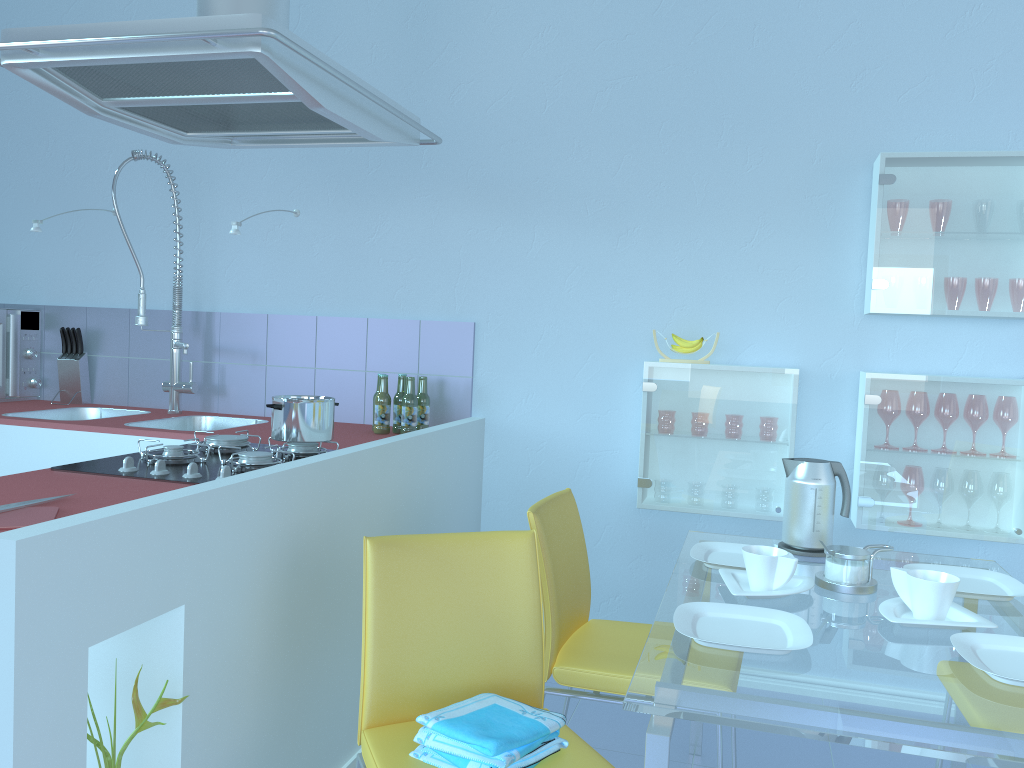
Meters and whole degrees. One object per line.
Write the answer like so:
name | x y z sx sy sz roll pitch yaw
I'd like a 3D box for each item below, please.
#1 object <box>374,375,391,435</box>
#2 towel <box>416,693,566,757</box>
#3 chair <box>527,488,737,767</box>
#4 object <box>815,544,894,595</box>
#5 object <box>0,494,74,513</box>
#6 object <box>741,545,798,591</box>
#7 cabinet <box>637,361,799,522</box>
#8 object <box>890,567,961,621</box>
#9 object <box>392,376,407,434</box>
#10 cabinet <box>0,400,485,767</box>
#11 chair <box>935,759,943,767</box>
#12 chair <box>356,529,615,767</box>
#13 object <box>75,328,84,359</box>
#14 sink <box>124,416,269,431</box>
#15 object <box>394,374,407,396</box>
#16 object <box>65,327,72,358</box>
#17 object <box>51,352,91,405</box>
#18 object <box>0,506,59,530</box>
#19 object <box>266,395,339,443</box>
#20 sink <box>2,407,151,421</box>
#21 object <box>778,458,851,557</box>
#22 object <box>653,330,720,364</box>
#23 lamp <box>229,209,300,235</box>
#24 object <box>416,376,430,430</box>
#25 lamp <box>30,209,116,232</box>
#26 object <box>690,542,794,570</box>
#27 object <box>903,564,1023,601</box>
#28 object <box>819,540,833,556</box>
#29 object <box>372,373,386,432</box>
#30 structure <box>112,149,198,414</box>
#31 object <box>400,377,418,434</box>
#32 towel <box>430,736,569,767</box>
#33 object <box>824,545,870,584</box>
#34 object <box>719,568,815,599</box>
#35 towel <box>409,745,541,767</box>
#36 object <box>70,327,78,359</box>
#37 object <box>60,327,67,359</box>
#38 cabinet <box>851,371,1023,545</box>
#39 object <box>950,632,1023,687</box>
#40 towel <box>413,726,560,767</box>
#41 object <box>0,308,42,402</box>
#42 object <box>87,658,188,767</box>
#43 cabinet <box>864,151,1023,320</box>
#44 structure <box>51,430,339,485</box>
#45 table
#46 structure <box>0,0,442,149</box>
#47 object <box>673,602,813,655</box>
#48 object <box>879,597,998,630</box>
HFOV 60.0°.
object | -0.413 0.065 2.832 0.052 0.190 0.052 1 3 -20
towel | -0.036 0.572 1.505 0.195 0.033 0.190 5 4 42
chair | 0.280 0.631 2.056 0.484 0.695 0.387 4 3 18
object | 0.719 0.383 1.846 0.166 0.081 0.123 3 3 7
object | -0.856 0.207 1.460 0.041 0.009 0.375 3 3 12
object | 0.505 0.375 1.769 0.091 0.083 0.111 2 3 -3
cabinet | 0.627 0.166 2.713 0.450 0.450 0.173 3 3 15
object | 0.772 0.394 1.645 0.091 0.083 0.111 2 3 -13
object | -0.358 0.067 2.869 0.052 0.187 0.052 5 4 34
cabinet | -1.454 0.496 2.288 2.200 0.800 2.139 3 3 15
chair | 1.162 0.684 1.786 0.484 0.695 0.387 3 3 13
chair | -0.052 0.646 1.518 0.387 0.695 0.484 1 3 -21
object | -1.640 -0.080 3.358 0.019 0.265 0.037 4 3 25
sink | -1.035 0.213 2.933 0.326 0.172 0.428 3 3 16
object | -0.365 0.062 2.929 0.052 0.190 0.052 1 3 -20
object | -1.686 -0.083 3.370 0.019 0.265 0.038 4 3 25
object | -1.675 -0.024 3.364 0.100 0.200 0.109 3 3 15
object | -0.873 0.215 1.406 0.269 0.006 0.151 1 3 -23
object | -0.529 0.087 2.245 0.157 0.106 0.170 2 3 -2
sink | -1.492 0.187 3.059 0.326 0.172 0.428 3 3 15
object | 0.727 0.295 2.157 0.146 0.222 0.132 1 4 -32
object | 0.535 -0.114 2.738 0.203 0.100 0.077 3 3 8
lamp | -0.823 -0.548 2.972 0.037 0.134 0.400 3 3 15
object | -0.292 0.069 2.880 0.052 0.187 0.052 5 4 34
lamp | -1.561 -0.591 3.176 0.037 0.134 0.400 3 3 15
object | 0.519 0.396 2.002 0.228 0.020 0.228 3 3 17
object | 0.955 0.422 1.874 0.228 0.020 0.228 3 3 12
object | 0.669 0.363 1.838 0.077 0.079 0.023 1 3 -20
object | -0.428 0.061 2.895 0.052 0.190 0.052 1 3 -20
structure | -1.212 -0.350 3.095 0.308 0.920 0.178 3 3 14
object | -0.325 0.071 2.819 0.052 0.187 0.052 5 4 34
towel | -0.034 0.604 1.503 0.195 0.024 0.201 5 4 40
object | 0.698 0.381 1.849 0.087 0.071 0.090 1 3 -20
object | 0.518 0.409 1.771 0.190 0.020 0.194 3 3 6
towel | -0.041 0.618 1.503 0.195 0.024 0.201 5 4 35
object | -1.663 -0.082 3.364 0.019 0.265 0.038 4 3 25
object | -1.707 -0.084 3.376 0.019 0.265 0.037 3 3 6
cabinet | 1.234 0.202 2.546 0.450 0.450 0.173 3 3 15
object | 0.822 0.442 1.395 0.228 0.020 0.228 3 3 12
towel | -0.037 0.588 1.503 0.195 0.027 0.192 5 4 36
object | -2.083 -0.110 3.218 0.367 0.350 0.611 3 3 15
object | -0.621 0.641 1.371 0.229 0.423 0.067 0 4 -44
cabinet | 1.261 -0.417 2.512 0.450 0.450 0.173 3 3 15
structure | -0.679 0.164 2.127 0.500 0.047 0.600 3 3 15
table | 0.646 0.725 1.692 0.730 0.590 1.173 3 3 15
structure | -0.618 -1.080 2.056 0.695 0.962 0.895 3 3 15
object | 0.389 0.417 1.505 0.228 0.020 0.228 3 3 12
object | 0.757 0.426 1.644 0.190 0.020 0.194 2 3 -4
